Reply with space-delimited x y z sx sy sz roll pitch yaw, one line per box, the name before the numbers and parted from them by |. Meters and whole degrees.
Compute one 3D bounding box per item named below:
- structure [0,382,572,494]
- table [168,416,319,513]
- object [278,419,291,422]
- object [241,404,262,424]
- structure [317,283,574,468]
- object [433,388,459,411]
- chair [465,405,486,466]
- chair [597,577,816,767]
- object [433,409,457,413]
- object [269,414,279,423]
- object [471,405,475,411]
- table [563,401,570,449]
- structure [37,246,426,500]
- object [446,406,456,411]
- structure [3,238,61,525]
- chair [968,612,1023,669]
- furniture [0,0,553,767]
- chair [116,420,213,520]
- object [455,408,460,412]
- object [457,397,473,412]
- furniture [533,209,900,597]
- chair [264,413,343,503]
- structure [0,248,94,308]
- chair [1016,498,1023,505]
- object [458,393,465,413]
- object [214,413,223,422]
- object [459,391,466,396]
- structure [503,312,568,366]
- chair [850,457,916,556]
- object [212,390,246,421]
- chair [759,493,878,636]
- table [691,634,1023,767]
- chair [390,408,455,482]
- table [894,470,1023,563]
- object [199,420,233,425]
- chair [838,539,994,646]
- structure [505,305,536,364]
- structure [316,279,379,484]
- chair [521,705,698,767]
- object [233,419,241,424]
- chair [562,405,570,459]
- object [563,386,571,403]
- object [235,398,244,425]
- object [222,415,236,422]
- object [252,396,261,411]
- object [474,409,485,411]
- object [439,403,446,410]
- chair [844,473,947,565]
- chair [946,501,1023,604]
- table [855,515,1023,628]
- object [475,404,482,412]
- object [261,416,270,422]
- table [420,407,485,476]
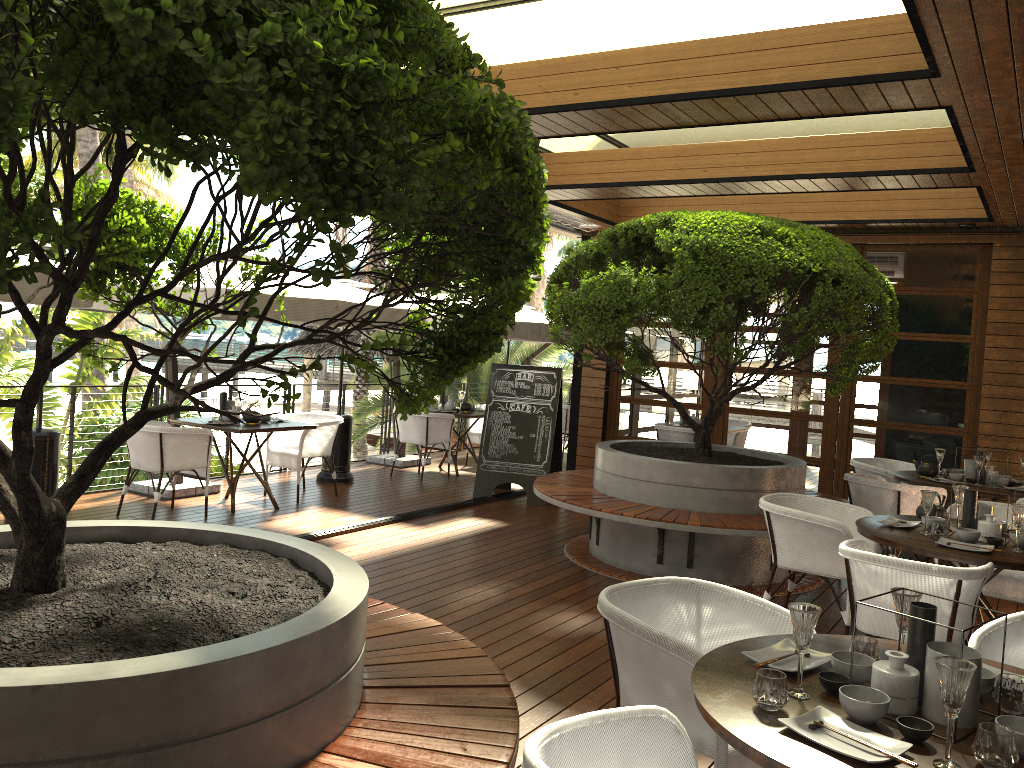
structure | -5.730 0.601 4.865 0.163 1.152 26.264 5 3 31
table | -2.433 0.716 8.009 0.932 0.749 0.931 5 2 31
object | -2.233 0.329 8.285 0.295 0.025 0.170 5 3 31
object | -2.319 0.262 7.915 0.163 0.179 0.168 5 2 33
structure | -0.717 -0.089 10.873 2.415 2.331 2.413 5 2 31
object | -0.814 0.184 10.958 0.263 0.264 0.264 3 2 -14
chair | -0.227 0.683 11.571 0.628 0.788 0.616 5 2 32
chair | 0.603 1.117 2.954 0.627 0.788 0.617 2 2 -38
object | -0.778 0.324 10.543 0.295 0.025 0.170 5 3 31
object | -2.169 0.311 8.082 0.086 0.086 0.086 5 2 36
object | -0.515 0.300 11.012 0.116 0.065 0.116 5 3 35
table | 1.090 0.689 13.793 0.932 0.749 0.931 5 2 31
structure | -2.474 -0.075 7.990 2.415 2.331 2.413 5 2 31
object | -0.736 0.299 10.701 0.116 0.065 0.116 5 3 35
structure | -3.581 -0.028 6.745 0.699 2.191 0.699 4 2 19
chair | 1.840 1.202 2.828 0.616 0.788 0.628 2 2 -38
furniture | -1.245 0.071 2.479 2.617 2.721 2.695 4 2 22
chair | -2.871 0.701 7.278 0.628 0.788 0.616 5 2 32
object | -0.652 0.318 10.651 0.080 0.042 0.080 5 2 23
object | -0.562 0.248 10.804 0.168 0.179 0.163 5 2 29
furniture | 1.510 0.055 6.869 2.569 2.721 2.721 4 2 -4
chair | -2.012 0.697 8.642 0.628 0.788 0.616 5 2 32
structure | -4.230 -0.062 5.106 2.415 2.331 2.413 5 2 31
chair | 3.959 1.188 6.258 0.627 0.788 0.617 3 2 -28
object | -0.612 0.229 10.575 0.082 0.227 0.082 5 2 32
object | -2.597 0.293 7.854 0.086 0.086 0.086 5 2 36
object | -0.627 0.203 11.132 0.082 0.227 0.082 5 2 32
structure | 1.039 -0.102 13.757 2.415 2.331 2.413 5 2 31
chair | 3.305 1.079 7.786 0.627 0.788 0.617 3 2 -28
object | -2.572 0.197 8.072 0.263 0.264 0.264 3 2 -14
chair | 1.778 1.091 5.252 0.617 0.788 0.627 5 2 37
table | 1.019 1.194 2.236 1.166 0.749 1.166 4 2 11
chair | -1.057 0.687 10.257 0.628 0.788 0.616 5 2 32
table | 3.640 1.151 7.052 1.166 0.749 1.166 4 2 0
object | -2.536 0.337 7.656 0.295 0.025 0.170 5 3 31
chair | 1.817 1.146 4.073 0.628 0.788 0.616 5 2 37
structure | -0.081 -0.055 12.491 0.699 2.191 0.699 4 2 19
structure | -1.849 -0.041 9.589 0.699 2.191 0.699 4 2 19
chair | 0.336 1.150 1.805 0.616 0.788 0.628 2 2 -38
object | -2.410 0.332 7.765 0.080 0.042 0.080 3 2 -7
chair | 0.689 0.674 13.123 0.628 0.788 0.616 5 2 32
object | 0.960 0.170 13.871 0.263 0.264 0.264 3 2 -14
object | -2.370 0.242 7.689 0.082 0.227 0.082 4 2 20
object | -2.494 0.313 7.815 0.116 0.065 0.116 5 3 30
object | -2.385 0.217 8.246 0.082 0.227 0.082 5 2 32
object | -0.475 0.316 11.171 0.295 0.025 0.170 5 3 31
object | -0.839 0.280 10.740 0.086 0.086 0.086 5 2 36
chair | 2.843 1.097 6.701 0.616 0.788 0.628 3 2 -28
chair | 3.006 1.162 5.451 0.628 0.788 0.616 5 2 37
table | 2.398 1.176 4.655 1.166 0.749 1.166 4 2 0
object | -0.411 0.298 10.968 0.086 0.086 0.086 5 2 36
object | -2.272 0.313 8.125 0.116 0.065 0.116 5 3 30
table | -0.672 0.702 10.901 0.932 0.749 0.931 5 2 31
